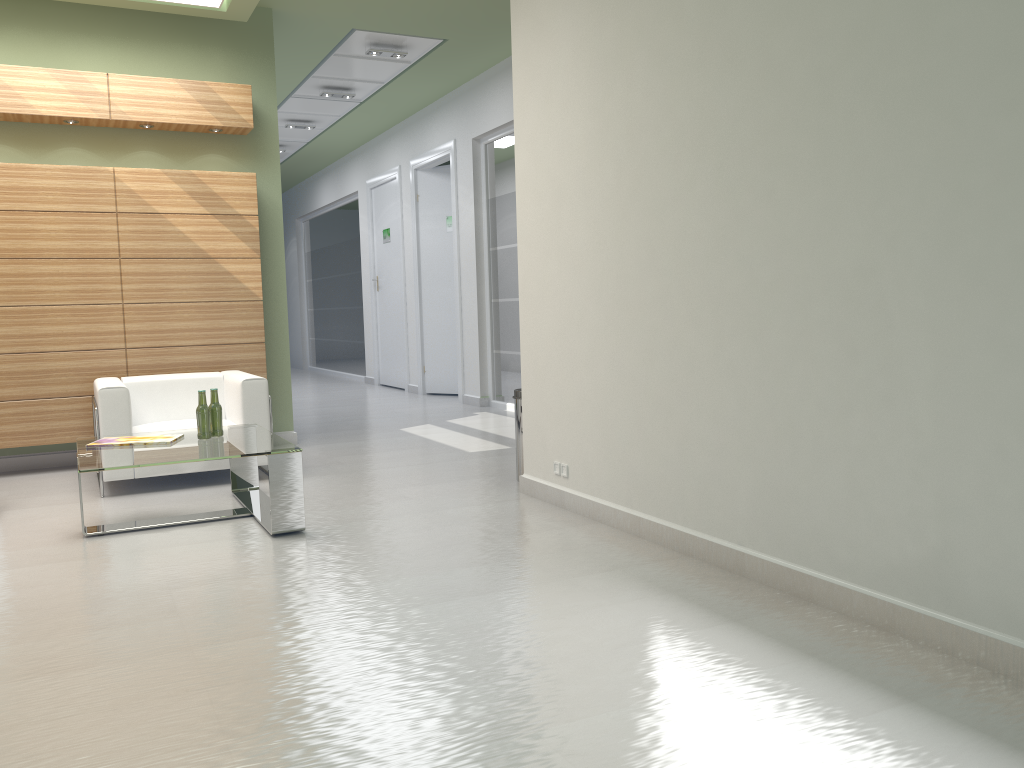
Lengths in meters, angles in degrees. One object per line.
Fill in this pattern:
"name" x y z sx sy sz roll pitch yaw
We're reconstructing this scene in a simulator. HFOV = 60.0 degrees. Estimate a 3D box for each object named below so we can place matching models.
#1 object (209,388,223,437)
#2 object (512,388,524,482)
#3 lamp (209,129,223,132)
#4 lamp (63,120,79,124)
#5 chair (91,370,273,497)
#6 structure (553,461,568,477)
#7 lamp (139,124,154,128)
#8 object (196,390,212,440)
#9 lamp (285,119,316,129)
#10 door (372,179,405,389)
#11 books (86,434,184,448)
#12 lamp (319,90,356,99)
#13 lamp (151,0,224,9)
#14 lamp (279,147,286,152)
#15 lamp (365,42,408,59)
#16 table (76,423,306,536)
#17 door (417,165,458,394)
"object" -2.929 0.281 8.753 0.131 0.475 0.131 1 6 28
"object" 0.259 0.570 9.968 0.482 1.027 0.483 2 6 35
"lamp" -4.086 -3.524 12.228 0.181 0.074 0.181 -5 6 -32
"lamp" -5.687 -3.409 11.439 0.181 0.074 0.181 -5 6 -32
"chair" -4.038 0.531 10.811 1.894 1.234 1.802 -4 5 -26
"structure" 0.473 0.824 8.598 0.017 0.118 0.262 -4 5 -26
"lamp" -4.878 -3.467 11.837 0.181 0.074 0.181 0 5 24
"object" -2.990 0.297 8.588 0.131 0.475 0.131 1 6 28
"lamp" -4.886 -5.987 20.458 0.657 0.159 0.286 -4 5 -26
"door" -3.131 -2.468 22.332 0.250 5.083 2.089 -4 5 -26
"books" -3.616 0.546 8.542 0.762 0.025 0.508 -2 5 -6
"lamp" -3.467 -5.787 17.610 0.657 0.159 0.286 -4 5 -26
"lamp" -4.739 -4.764 8.313 4.571 0.325 5.060 -4 5 -26
"lamp" -6.282 -6.184 23.257 0.657 0.159 0.286 -4 5 -26
"lamp" -2.108 -5.595 14.884 0.657 0.159 0.286 -4 5 -26
"table" -3.119 0.928 8.422 1.783 0.742 2.197 -4 5 -26
"door" -1.180 -2.305 19.727 2.089 5.083 0.134 2 6 34
